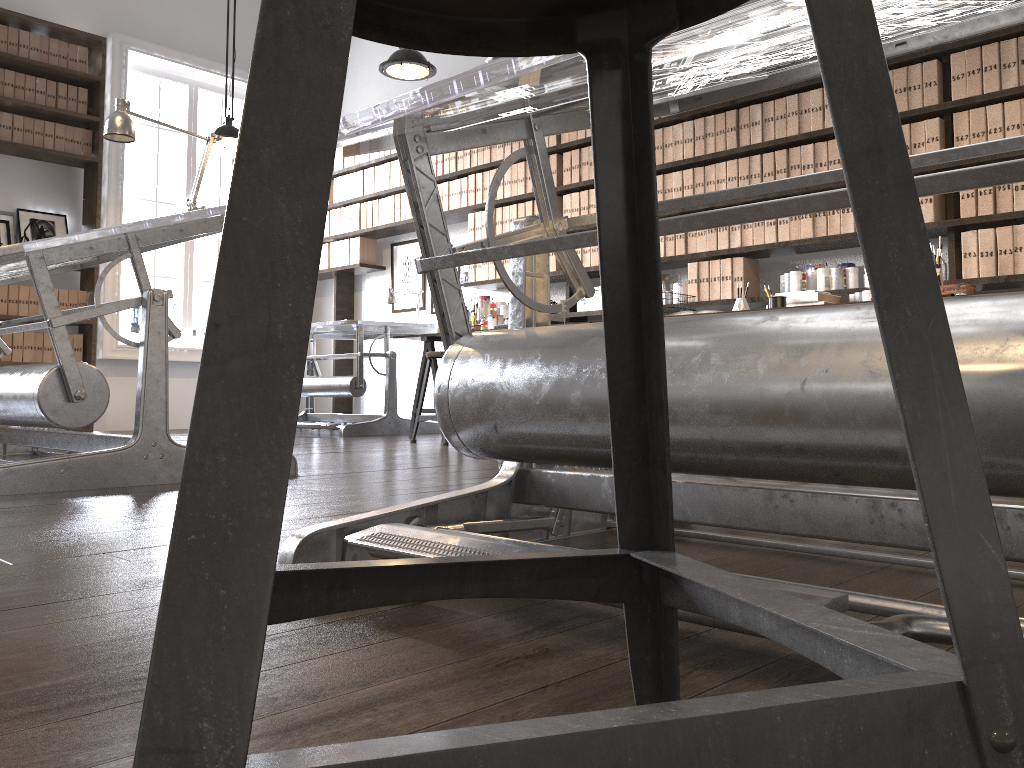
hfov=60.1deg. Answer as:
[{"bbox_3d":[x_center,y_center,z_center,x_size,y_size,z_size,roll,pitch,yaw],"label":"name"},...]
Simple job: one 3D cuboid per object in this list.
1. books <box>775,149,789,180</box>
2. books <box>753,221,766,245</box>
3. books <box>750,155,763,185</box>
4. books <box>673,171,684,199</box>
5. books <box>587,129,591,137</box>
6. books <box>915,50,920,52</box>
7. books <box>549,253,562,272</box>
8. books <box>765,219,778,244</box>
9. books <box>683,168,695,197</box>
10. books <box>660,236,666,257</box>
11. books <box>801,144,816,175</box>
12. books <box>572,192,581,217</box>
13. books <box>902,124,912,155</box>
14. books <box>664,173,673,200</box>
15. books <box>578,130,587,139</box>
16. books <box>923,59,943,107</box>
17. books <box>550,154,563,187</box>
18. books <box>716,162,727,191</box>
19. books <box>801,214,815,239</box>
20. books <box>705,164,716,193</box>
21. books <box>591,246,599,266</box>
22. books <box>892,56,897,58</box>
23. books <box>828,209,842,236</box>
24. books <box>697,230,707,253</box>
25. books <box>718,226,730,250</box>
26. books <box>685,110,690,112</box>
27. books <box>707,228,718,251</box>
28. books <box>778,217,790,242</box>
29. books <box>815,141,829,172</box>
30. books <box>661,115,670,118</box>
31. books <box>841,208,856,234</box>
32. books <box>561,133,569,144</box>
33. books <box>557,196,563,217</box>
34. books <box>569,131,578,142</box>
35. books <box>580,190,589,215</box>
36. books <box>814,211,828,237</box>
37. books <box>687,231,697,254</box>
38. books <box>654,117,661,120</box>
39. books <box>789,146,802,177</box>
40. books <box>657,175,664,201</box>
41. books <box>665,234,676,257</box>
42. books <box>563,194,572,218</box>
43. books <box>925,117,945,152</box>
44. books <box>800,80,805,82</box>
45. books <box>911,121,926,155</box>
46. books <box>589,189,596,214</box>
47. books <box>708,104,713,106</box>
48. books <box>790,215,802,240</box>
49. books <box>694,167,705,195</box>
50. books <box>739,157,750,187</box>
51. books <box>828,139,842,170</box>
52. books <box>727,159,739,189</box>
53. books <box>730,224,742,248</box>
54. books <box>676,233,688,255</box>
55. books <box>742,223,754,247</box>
[{"bbox_3d":[1.469,-1.113,4.698,0.067,0.226,0.174,-3,-4,44],"label":"books"},{"bbox_3d":[1.375,-0.848,4.776,0.066,0.226,0.174,-3,-4,44],"label":"books"},{"bbox_3d":[1.363,-1.112,4.804,0.066,0.226,0.174,-3,-4,44],"label":"books"},{"bbox_3d":[1.010,-1.107,5.143,0.066,0.226,0.174,-3,-4,44],"label":"books"},{"bbox_3d":[0.553,-1.654,5.624,0.066,0.226,0.174,-3,-4,44],"label":"books"},{"bbox_3d":[1.956,-1.672,4.273,0.066,0.226,0.174,-3,-4,44],"label":"books"},{"bbox_3d":[0.323,-0.834,5.786,0.067,0.226,0.174,-3,-4,44],"label":"books"},{"bbox_3d":[1.422,-0.849,4.725,0.067,0.226,0.174,-3,-4,44],"label":"books"},{"bbox_3d":[1.061,-1.108,5.092,0.067,0.226,0.174,-3,-4,44],"label":"books"},{"bbox_3d":[0.917,-0.842,5.213,0.066,0.226,0.174,-3,-4,44],"label":"books"},{"bbox_3d":[1.575,-1.115,4.597,0.066,0.226,0.174,-3,-4,44],"label":"books"},{"bbox_3d":[0.462,-1.100,5.669,0.066,0.226,0.174,-3,-4,44],"label":"books"},{"bbox_3d":[1.919,-1.119,4.269,0.066,0.226,0.174,-3,-4,44],"label":"books"},{"bbox_3d":[0.966,-1.107,5.188,0.066,0.226,0.174,-3,-4,44],"label":"books"},{"bbox_3d":[0.499,-1.654,5.673,0.067,0.226,0.174,-3,-4,44],"label":"books"},{"bbox_3d":[2.014,-1.398,4.196,0.066,0.226,0.174,-3,-4,44],"label":"books"},{"bbox_3d":[0.328,-1.383,5.827,0.066,0.226,0.174,-3,-4,44],"label":"books"},{"bbox_3d":[1.213,-1.110,4.948,0.066,0.226,0.174,-3,-4,44],"label":"books"},{"bbox_3d":[1.567,-0.851,4.584,0.067,0.226,0.174,-3,-4,44],"label":"books"},{"bbox_3d":[1.166,-1.109,4.999,0.066,0.226,0.174,-3,-4,44],"label":"books"},{"bbox_3d":[0.573,-0.837,5.550,0.066,0.226,0.174,-3,-4,44],"label":"books"},{"bbox_3d":[1.899,-1.672,4.320,0.067,0.226,0.174,-3,-4,44],"label":"books"},{"bbox_3d":[1.670,-0.852,4.492,0.066,0.226,0.174,-3,-4,44],"label":"books"},{"bbox_3d":[1.124,-0.845,5.017,0.066,0.226,0.174,-3,-4,44],"label":"books"},{"bbox_3d":[1.218,-0.846,4.920,0.066,0.226,0.174,-3,-4,44],"label":"books"},{"bbox_3d":[1.044,-1.661,5.144,0.067,0.226,0.174,-3,-4,44],"label":"books"},{"bbox_3d":[1.166,-0.845,4.970,0.067,0.226,0.174,-3,-4,44],"label":"books"},{"bbox_3d":[1.476,-0.849,4.676,0.066,0.226,0.174,-3,-4,44],"label":"books"},{"bbox_3d":[1.628,-1.115,4.551,0.066,0.226,0.174,-3,-4,44],"label":"books"},{"bbox_3d":[0.957,-1.659,5.238,0.066,0.226,0.174,-3,-4,44],"label":"books"},{"bbox_3d":[1.718,-0.853,4.440,0.066,0.226,0.174,-3,-4,44],"label":"books"},{"bbox_3d":[0.403,-1.652,5.774,0.066,0.226,0.174,-3,-4,44],"label":"books"},{"bbox_3d":[0.325,-1.105,5.801,0.067,0.226,0.174,-3,-4,44],"label":"books"},{"bbox_3d":[0.451,-1.653,5.724,0.066,0.226,0.174,-3,-4,44],"label":"books"},{"bbox_3d":[0.514,-1.101,5.618,0.067,0.226,0.174,-3,-4,44],"label":"books"},{"bbox_3d":[1.619,-0.851,4.541,0.066,0.226,0.174,-3,-4,44],"label":"books"},{"bbox_3d":[1.079,-0.844,5.064,0.066,0.226,0.174,-3,-4,44],"label":"books"},{"bbox_3d":[0.900,-1.659,5.286,0.067,0.226,0.174,-3,-4,44],"label":"books"},{"bbox_3d":[1.527,-1.114,4.650,0.066,0.226,0.174,-3,-4,44],"label":"books"},{"bbox_3d":[0.915,-1.106,5.231,0.067,0.226,0.174,-3,-4,44],"label":"books"},{"bbox_3d":[0.971,-0.843,5.167,0.066,0.226,0.174,-3,-4,44],"label":"books"},{"bbox_3d":[0.412,-1.099,5.721,0.066,0.226,0.174,-3,-4,44],"label":"books"},{"bbox_3d":[2.012,-1.120,4.172,0.067,0.226,0.174,-3,-4,44],"label":"books"},{"bbox_3d":[1.552,-1.667,4.658,0.066,0.226,0.174,-3,-4,44],"label":"books"},{"bbox_3d":[1.970,-1.120,4.222,0.066,0.226,0.174,-3,-4,44],"label":"books"},{"bbox_3d":[0.562,-1.101,5.578,0.066,0.226,0.174,-3,-4,44],"label":"books"},{"bbox_3d":[1.151,-1.662,5.046,0.066,0.226,0.174,-3,-4,44],"label":"books"},{"bbox_3d":[1.522,-0.850,4.633,0.066,0.226,0.174,-3,-4,44],"label":"books"},{"bbox_3d":[1.114,-1.109,5.046,0.066,0.226,0.174,-3,-4,44],"label":"books"},{"bbox_3d":[1.315,-1.111,4.845,0.067,0.226,0.174,-3,-4,44],"label":"books"},{"bbox_3d":[1.679,-1.116,4.501,0.066,0.226,0.174,-3,-4,44],"label":"books"},{"bbox_3d":[1.263,-1.111,4.895,0.066,0.226,0.174,-3,-4,44],"label":"books"},{"bbox_3d":[1.273,-0.847,4.872,0.066,0.226,0.174,-3,-4,44],"label":"books"},{"bbox_3d":[1.022,-0.844,5.111,0.067,0.226,0.174,-3,-4,44],"label":"books"},{"bbox_3d":[1.326,-0.847,4.826,0.066,0.226,0.174,-3,-4,44],"label":"books"}]
